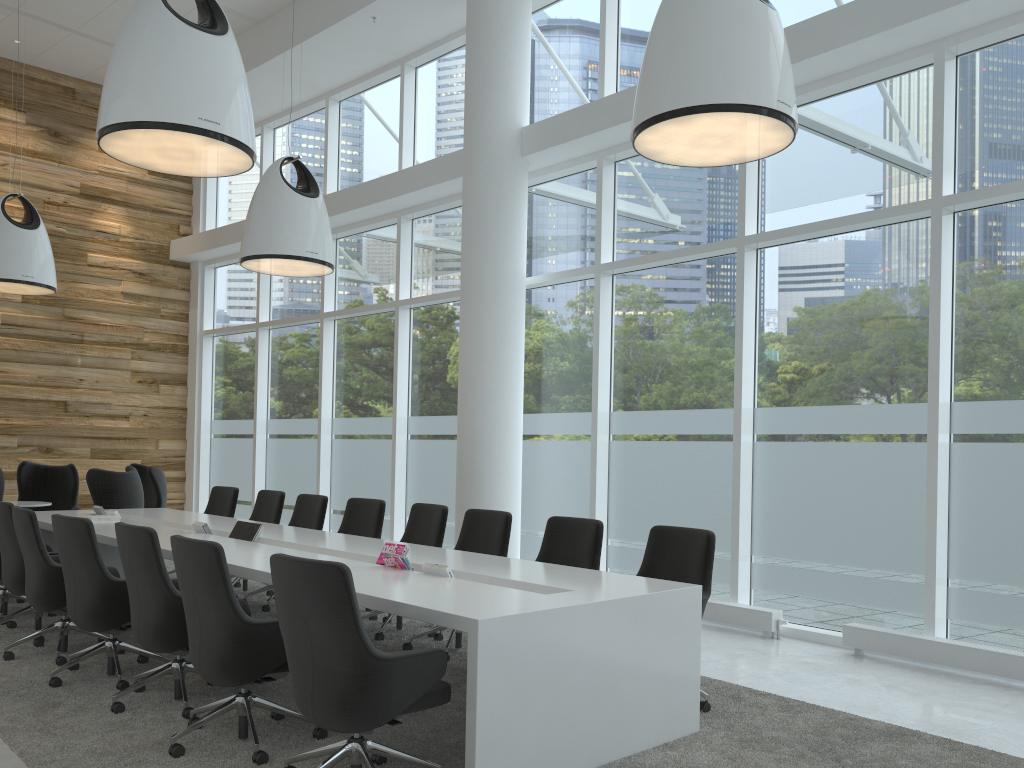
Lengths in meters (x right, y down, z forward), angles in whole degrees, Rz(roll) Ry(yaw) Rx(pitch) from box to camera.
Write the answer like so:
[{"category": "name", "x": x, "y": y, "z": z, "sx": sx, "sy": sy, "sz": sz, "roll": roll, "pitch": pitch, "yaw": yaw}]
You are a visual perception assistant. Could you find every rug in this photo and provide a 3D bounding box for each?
[{"category": "rug", "x": -2.224, "y": 1.831, "z": 6.399, "sx": 3.947, "sy": 0.010, "sz": 13.451, "roll": 5, "pitch": -6, "yaw": -43}]

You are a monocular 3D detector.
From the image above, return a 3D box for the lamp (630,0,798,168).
[{"category": "lamp", "x": 1.124, "y": -3.130, "z": 4.814, "sx": 0.884, "sy": 3.643, "sz": 0.885, "roll": 1, "pitch": -1, "yaw": 2}]

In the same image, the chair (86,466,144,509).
[{"category": "chair", "x": -4.440, "y": 1.449, "z": 9.533, "sx": 0.917, "sy": 1.151, "sz": 0.916, "roll": 1, "pitch": -2, "yaw": 6}]

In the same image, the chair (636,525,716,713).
[{"category": "chair", "x": 0.786, "y": 1.298, "z": 4.980, "sx": 0.675, "sy": 0.965, "sz": 0.685, "roll": 3, "pitch": -2, "yaw": -39}]

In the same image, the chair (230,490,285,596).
[{"category": "chair", "x": -2.501, "y": 1.493, "z": 8.381, "sx": 0.675, "sy": 0.965, "sz": 0.685, "roll": 3, "pitch": -3, "yaw": -44}]

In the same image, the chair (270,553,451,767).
[{"category": "chair", "x": -0.618, "y": 1.153, "z": 3.521, "sx": 0.685, "sy": 0.965, "sz": 0.675, "roll": 0, "pitch": -2, "yaw": 41}]

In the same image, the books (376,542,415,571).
[{"category": "books", "x": -0.655, "y": 1.062, "z": 5.024, "sx": 0.231, "sy": 0.275, "sz": 0.598, "roll": 2, "pitch": -4, "yaw": -23}]

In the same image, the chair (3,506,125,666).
[{"category": "chair", "x": -2.914, "y": 1.279, "z": 5.767, "sx": 0.675, "sy": 0.965, "sz": 0.685, "roll": 3, "pitch": -2, "yaw": -39}]

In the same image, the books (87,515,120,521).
[{"category": "books", "x": -3.477, "y": 1.140, "z": 7.538, "sx": 0.224, "sy": 0.026, "sz": 0.264, "roll": 4, "pitch": -5, "yaw": -34}]

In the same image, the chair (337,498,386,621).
[{"category": "chair", "x": -1.397, "y": 1.432, "z": 7.292, "sx": 0.685, "sy": 0.965, "sz": 0.675, "roll": 0, "pitch": -2, "yaw": 41}]

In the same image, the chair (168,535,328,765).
[{"category": "chair", "x": -1.250, "y": 1.187, "z": 4.128, "sx": 0.675, "sy": 0.965, "sz": 0.685, "roll": 3, "pitch": -3, "yaw": -44}]

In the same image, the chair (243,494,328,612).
[{"category": "chair", "x": -1.968, "y": 1.456, "z": 7.764, "sx": 0.675, "sy": 0.965, "sz": 0.685, "roll": 3, "pitch": -3, "yaw": -44}]

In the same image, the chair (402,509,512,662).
[{"category": "chair", "x": -0.353, "y": 1.365, "z": 6.150, "sx": 0.675, "sy": 0.965, "sz": 0.685, "roll": 3, "pitch": -3, "yaw": -44}]

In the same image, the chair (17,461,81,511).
[{"category": "chair", "x": -5.846, "y": 1.533, "z": 10.998, "sx": 0.914, "sy": 1.151, "sz": 0.918, "roll": 2, "pitch": -2, "yaw": -24}]

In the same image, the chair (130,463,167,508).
[{"category": "chair", "x": -4.683, "y": 1.539, "z": 10.748, "sx": 0.914, "sy": 1.151, "sz": 0.919, "roll": 0, "pitch": -3, "yaw": 36}]

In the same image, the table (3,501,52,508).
[{"category": "table", "x": -5.568, "y": 1.672, "z": 9.846, "sx": 0.800, "sy": 0.695, "sz": 0.800, "roll": 2, "pitch": -3, "yaw": -19}]

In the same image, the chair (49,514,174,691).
[{"category": "chair", "x": -2.355, "y": 1.248, "z": 5.216, "sx": 0.685, "sy": 0.965, "sz": 0.675, "roll": 0, "pitch": -2, "yaw": 41}]

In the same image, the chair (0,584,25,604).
[{"category": "chair", "x": -4.537, "y": 1.382, "z": 7.528, "sx": 0.675, "sy": 0.965, "sz": 0.685, "roll": 3, "pitch": -2, "yaw": -39}]

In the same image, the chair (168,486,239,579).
[{"category": "chair", "x": -3.134, "y": 1.527, "z": 8.988, "sx": 0.685, "sy": 0.965, "sz": 0.675, "roll": 0, "pitch": -2, "yaw": 41}]

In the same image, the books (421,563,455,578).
[{"category": "books", "x": -0.357, "y": 1.047, "z": 4.624, "sx": 0.144, "sy": 0.226, "sz": 0.203, "roll": 3, "pitch": -3, "yaw": -45}]

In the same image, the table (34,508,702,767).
[{"category": "table", "x": -1.870, "y": 1.459, "z": 6.266, "sx": 1.503, "sy": 0.738, "sz": 6.558, "roll": 5, "pitch": -6, "yaw": -44}]

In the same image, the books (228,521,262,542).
[{"category": "books", "x": -1.965, "y": 1.120, "z": 6.435, "sx": 0.139, "sy": 0.229, "sz": 0.357, "roll": 3, "pitch": -3, "yaw": -44}]

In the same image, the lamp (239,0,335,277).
[{"category": "lamp", "x": -2.088, "y": -2.917, "z": 8.422, "sx": 0.884, "sy": 3.643, "sz": 0.885, "roll": 1, "pitch": -1, "yaw": -1}]

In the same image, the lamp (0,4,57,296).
[{"category": "lamp", "x": -5.504, "y": -2.879, "z": 9.858, "sx": 0.884, "sy": 3.643, "sz": 0.885, "roll": 1, "pitch": -1, "yaw": -5}]

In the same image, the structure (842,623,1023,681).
[{"category": "structure", "x": 3.266, "y": 1.764, "z": 5.331, "sx": 0.150, "sy": 0.213, "sz": 2.690, "roll": 3, "pitch": -4, "yaw": -39}]

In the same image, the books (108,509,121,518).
[{"category": "books", "x": -3.501, "y": 1.231, "z": 7.892, "sx": 0.139, "sy": 0.223, "sz": 0.162, "roll": 3, "pitch": -2, "yaw": -44}]

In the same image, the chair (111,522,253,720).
[{"category": "chair", "x": -1.783, "y": 1.223, "z": 4.745, "sx": 0.675, "sy": 0.965, "sz": 0.685, "roll": 3, "pitch": -3, "yaw": -44}]

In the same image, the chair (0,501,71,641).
[{"category": "chair", "x": -3.398, "y": 1.315, "z": 6.358, "sx": 0.675, "sy": 0.965, "sz": 0.685, "roll": 3, "pitch": -3, "yaw": -44}]

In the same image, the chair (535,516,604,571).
[{"category": "chair", "x": 0.223, "y": 1.332, "z": 5.568, "sx": 0.675, "sy": 0.965, "sz": 0.685, "roll": 3, "pitch": -3, "yaw": -44}]

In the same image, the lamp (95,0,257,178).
[{"category": "lamp", "x": -1.919, "y": -3.164, "z": 5.222, "sx": 0.884, "sy": 3.643, "sz": 0.885, "roll": 1, "pitch": -1, "yaw": 1}]

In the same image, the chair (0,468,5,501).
[{"category": "chair", "x": -5.310, "y": 1.367, "z": 8.731, "sx": 0.914, "sy": 1.151, "sz": 0.918, "roll": 2, "pitch": -2, "yaw": -24}]

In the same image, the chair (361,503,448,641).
[{"category": "chair", "x": -0.837, "y": 1.400, "z": 6.741, "sx": 0.675, "sy": 0.965, "sz": 0.685, "roll": 3, "pitch": -2, "yaw": -39}]

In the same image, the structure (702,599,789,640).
[{"category": "structure", "x": 1.195, "y": 1.908, "z": 7.740, "sx": 0.150, "sy": 0.213, "sz": 2.690, "roll": 3, "pitch": -4, "yaw": -42}]

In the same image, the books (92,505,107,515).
[{"category": "books", "x": -3.740, "y": 1.237, "z": 8.131, "sx": 0.153, "sy": 0.241, "sz": 0.182, "roll": 3, "pitch": -3, "yaw": -44}]

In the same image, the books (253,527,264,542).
[{"category": "books", "x": -1.967, "y": 1.139, "z": 6.459, "sx": 0.158, "sy": 0.241, "sz": 0.352, "roll": 3, "pitch": -3, "yaw": -44}]

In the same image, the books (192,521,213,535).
[{"category": "books", "x": -2.282, "y": 1.149, "z": 6.624, "sx": 0.154, "sy": 0.238, "sz": 0.190, "roll": 3, "pitch": -3, "yaw": -44}]

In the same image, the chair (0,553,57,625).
[{"category": "chair", "x": -3.974, "y": 1.348, "z": 6.941, "sx": 0.675, "sy": 0.965, "sz": 0.685, "roll": 3, "pitch": -3, "yaw": -44}]
